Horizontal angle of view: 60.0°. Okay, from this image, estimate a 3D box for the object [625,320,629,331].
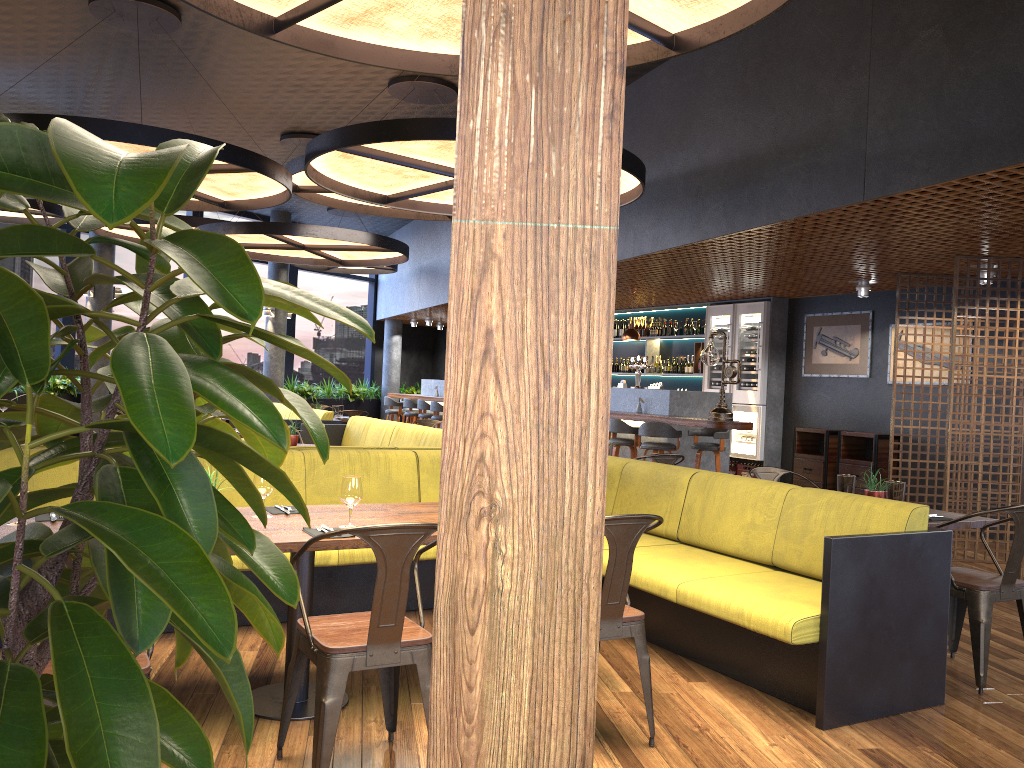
[{"bbox_3d":[1.932,-0.915,14.780,0.085,0.310,0.086,3,0,11],"label":"object"}]

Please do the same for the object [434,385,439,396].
[{"bbox_3d":[-1.378,0.121,16.145,0.114,0.203,0.069,3,0,18],"label":"object"}]

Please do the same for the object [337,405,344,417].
[{"bbox_3d":[-2.606,0.412,13.457,0.102,0.178,0.102,3,0,6],"label":"object"}]

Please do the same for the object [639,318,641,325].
[{"bbox_3d":[2.080,-0.918,14.479,0.084,0.330,0.084,3,0,-23],"label":"object"}]

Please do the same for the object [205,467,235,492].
[{"bbox_3d":[-1.182,0.422,3.476,0.238,0.271,0.260,3,0,-8],"label":"object"}]

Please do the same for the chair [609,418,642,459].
[{"bbox_3d":[1.304,0.921,10.322,0.438,1.048,0.483,3,0,-1],"label":"chair"}]

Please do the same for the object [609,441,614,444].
[{"bbox_3d":[0.729,0.516,7.354,0.260,0.271,0.238,3,0,-28],"label":"object"}]

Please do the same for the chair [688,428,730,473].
[{"bbox_3d":[2.218,0.964,10.118,0.483,1.048,0.438,3,0,32],"label":"chair"}]

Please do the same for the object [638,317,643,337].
[{"bbox_3d":[2.080,-0.919,14.294,0.084,0.330,0.084,3,0,-23],"label":"object"}]

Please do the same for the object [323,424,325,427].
[{"bbox_3d":[-1.635,0.440,7.528,0.097,0.206,0.097,3,0,12],"label":"object"}]

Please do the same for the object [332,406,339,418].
[{"bbox_3d":[-2.595,0.412,13.033,0.102,0.178,0.102,3,0,-44],"label":"object"}]

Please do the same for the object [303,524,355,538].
[{"bbox_3d":[-0.724,0.573,3.466,0.157,0.019,0.255,3,0,-29],"label":"object"}]

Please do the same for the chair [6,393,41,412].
[{"bbox_3d":[-7.256,0.586,13.142,0.504,0.917,0.541,3,0,24],"label":"chair"}]

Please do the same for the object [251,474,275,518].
[{"bbox_3d":[-1.063,0.464,3.791,0.097,0.206,0.097,3,0,16],"label":"object"}]

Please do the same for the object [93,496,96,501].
[{"bbox_3d":[-1.450,0.445,3.184,0.097,0.206,0.097,3,0,16],"label":"object"}]

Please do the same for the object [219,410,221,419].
[{"bbox_3d":[-3.071,0.375,9.213,0.097,0.206,0.097,3,0,-38],"label":"object"}]

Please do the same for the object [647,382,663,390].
[{"bbox_3d":[1.773,0.020,10.971,0.177,0.091,0.091,3,0,36],"label":"object"}]

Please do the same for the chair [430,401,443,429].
[{"bbox_3d":[-1.150,0.810,14.643,0.438,1.048,0.483,3,0,-1],"label":"chair"}]

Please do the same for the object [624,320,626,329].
[{"bbox_3d":[1.887,-0.917,14.864,0.085,0.310,0.086,3,0,-2],"label":"object"}]

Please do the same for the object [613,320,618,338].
[{"bbox_3d":[1.741,-0.923,14.922,0.085,0.310,0.086,3,0,-2],"label":"object"}]

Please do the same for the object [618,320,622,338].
[{"bbox_3d":[1.837,-0.919,14.944,0.085,0.310,0.086,3,0,-18],"label":"object"}]

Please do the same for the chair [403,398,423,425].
[{"bbox_3d":[-1.722,0.784,15.790,0.483,1.048,0.438,3,0,32],"label":"chair"}]

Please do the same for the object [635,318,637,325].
[{"bbox_3d":[2.036,-0.920,14.563,0.084,0.330,0.084,3,0,-23],"label":"object"}]

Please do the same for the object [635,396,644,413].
[{"bbox_3d":[1.577,0.255,10.924,0.114,0.203,0.069,3,0,5],"label":"object"}]

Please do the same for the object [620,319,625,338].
[{"bbox_3d":[1.838,-0.919,14.754,0.085,0.310,0.086,3,0,4],"label":"object"}]

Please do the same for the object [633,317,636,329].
[{"bbox_3d":[1.988,-0.923,14.467,0.084,0.330,0.084,3,0,-23],"label":"object"}]

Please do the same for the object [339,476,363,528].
[{"bbox_3d":[-0.660,0.483,3.630,0.097,0.206,0.097,3,0,16],"label":"object"}]

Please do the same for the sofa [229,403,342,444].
[{"bbox_3d":[-3.420,0.769,12.754,0.966,0.914,3.061,3,0,-29],"label":"sofa"}]

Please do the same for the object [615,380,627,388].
[{"bbox_3d":[1.253,-0.011,11.938,0.200,0.106,0.766,3,0,-29],"label":"object"}]

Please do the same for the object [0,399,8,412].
[{"bbox_3d":[-5.414,0.264,9.437,0.097,0.206,0.097,3,0,32],"label":"object"}]

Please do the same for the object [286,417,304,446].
[{"bbox_3d":[-1.819,0.396,7.365,0.238,0.271,0.260,3,0,-8],"label":"object"}]

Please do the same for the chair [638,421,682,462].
[{"bbox_3d":[1.601,0.934,9.814,0.438,1.048,0.483,3,0,-38],"label":"chair"}]

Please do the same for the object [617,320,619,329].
[{"bbox_3d":[1.791,-0.921,15.030,0.085,0.310,0.086,3,0,11],"label":"object"}]

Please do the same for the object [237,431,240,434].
[{"bbox_3d":[-2.732,0.484,8.887,0.157,0.019,0.255,3,0,-29],"label":"object"}]

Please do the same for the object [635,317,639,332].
[{"bbox_3d":[2.033,-0.921,14.385,0.084,0.330,0.084,3,0,-23],"label":"object"}]

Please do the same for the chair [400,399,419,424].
[{"bbox_3d":[-1.979,0.773,17.455,0.483,1.048,0.438,3,0,-1],"label":"chair"}]

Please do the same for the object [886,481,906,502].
[{"bbox_3d":[2.097,0.625,4.854,0.102,0.178,0.102,3,0,-14],"label":"object"}]

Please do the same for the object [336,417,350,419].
[{"bbox_3d":[-2.477,0.497,12.920,0.255,0.019,0.157,3,0,-30],"label":"object"}]

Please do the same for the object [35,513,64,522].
[{"bbox_3d":[-1.798,0.523,3.509,0.157,0.019,0.255,3,0,-29],"label":"object"}]

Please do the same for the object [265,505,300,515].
[{"bbox_3d":[-1.007,0.561,3.955,0.157,0.019,0.255,3,0,-29],"label":"object"}]

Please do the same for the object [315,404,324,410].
[{"bbox_3d":[-2.864,0.353,13.079,0.238,0.271,0.260,3,0,-24],"label":"object"}]

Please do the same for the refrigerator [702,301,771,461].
[{"bbox_3d":[3.176,-0.047,12.288,0.454,2.109,1.159,3,0,-29],"label":"refrigerator"}]

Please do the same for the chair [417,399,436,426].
[{"bbox_3d":[-1.419,0.798,15.276,0.483,1.048,0.438,3,0,32],"label":"chair"}]

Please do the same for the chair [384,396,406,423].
[{"bbox_3d":[-2.164,0.764,16.485,0.483,1.048,0.438,3,0,32],"label":"chair"}]

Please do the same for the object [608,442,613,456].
[{"bbox_3d":[0.770,0.564,7.213,0.102,0.178,0.102,3,0,-44],"label":"object"}]

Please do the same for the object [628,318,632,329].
[{"bbox_3d":[1.941,-0.925,14.548,0.084,0.330,0.084,3,0,-23],"label":"object"}]

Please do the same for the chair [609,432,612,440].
[{"bbox_3d":[1.056,0.910,10.896,0.483,1.048,0.438,3,0,32],"label":"chair"}]

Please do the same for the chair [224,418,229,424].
[{"bbox_3d":[-5.097,0.690,16.164,0.504,0.917,0.541,3,0,26],"label":"chair"}]

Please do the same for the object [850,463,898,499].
[{"bbox_3d":[2.041,0.576,5.021,0.260,0.271,0.238,3,0,-28],"label":"object"}]

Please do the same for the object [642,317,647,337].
[{"bbox_3d":[2.129,-0.916,14.211,0.084,0.330,0.084,3,0,-23],"label":"object"}]

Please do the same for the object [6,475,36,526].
[{"bbox_3d":[-1.853,0.426,3.345,0.097,0.206,0.097,3,0,16],"label":"object"}]

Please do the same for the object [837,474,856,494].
[{"bbox_3d":[1.932,0.617,5.129,0.102,0.178,0.102,3,0,-24],"label":"object"}]
